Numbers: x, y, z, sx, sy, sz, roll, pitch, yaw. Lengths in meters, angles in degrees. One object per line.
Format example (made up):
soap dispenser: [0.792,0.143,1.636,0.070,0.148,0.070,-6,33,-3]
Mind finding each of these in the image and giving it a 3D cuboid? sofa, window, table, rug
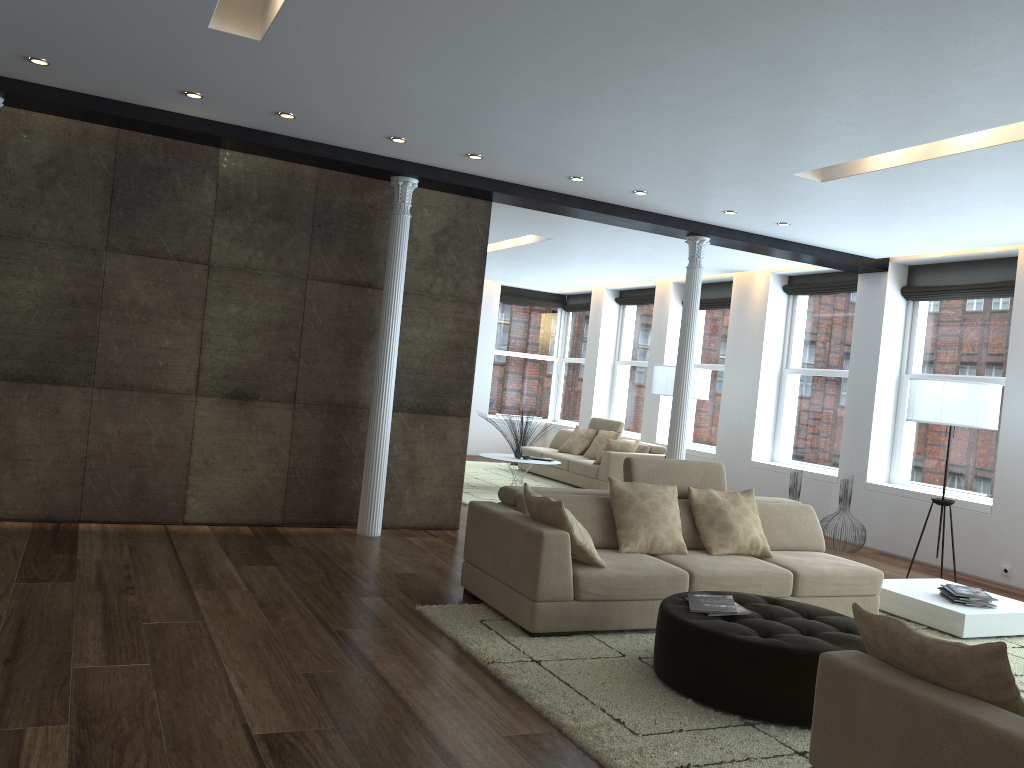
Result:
sofa: [1.080,0.983,5.667,2.581,0.950,1.021,6,0,-26]
window: [2.778,-0.209,12.295,0.123,2.400,1.345,6,0,-26]
table: [3.056,1.554,6.185,0.900,0.170,0.900,6,0,-26]
window: [0.211,-0.488,15.918,1.474,2.400,0.123,6,0,-26]
sofa: [1.111,0.953,12.471,1.018,0.950,2.581,6,0,-26]
window: [2.005,-0.295,13.913,0.123,2.400,1.444,6,0,-26]
window: [3.668,-0.109,10.431,0.123,2.400,1.391,6,0,-26]
sofa: [2.348,1.125,3.011,2.581,0.950,1.021,6,0,-26]
table: [0.080,1.116,10.949,1.022,0.393,1.022,6,0,19]
rug: [-0.079,1.301,11.942,2.972,0.020,4.231,6,0,-26]
window: [4.040,0.473,23.769,34.761,17.917,13.698,6,0,-26]
rug: [1.985,1.547,4.672,4.231,0.020,2.972,6,0,-26]
window: [4.448,-0.022,8.798,0.123,2.400,1.432,6,0,-26]

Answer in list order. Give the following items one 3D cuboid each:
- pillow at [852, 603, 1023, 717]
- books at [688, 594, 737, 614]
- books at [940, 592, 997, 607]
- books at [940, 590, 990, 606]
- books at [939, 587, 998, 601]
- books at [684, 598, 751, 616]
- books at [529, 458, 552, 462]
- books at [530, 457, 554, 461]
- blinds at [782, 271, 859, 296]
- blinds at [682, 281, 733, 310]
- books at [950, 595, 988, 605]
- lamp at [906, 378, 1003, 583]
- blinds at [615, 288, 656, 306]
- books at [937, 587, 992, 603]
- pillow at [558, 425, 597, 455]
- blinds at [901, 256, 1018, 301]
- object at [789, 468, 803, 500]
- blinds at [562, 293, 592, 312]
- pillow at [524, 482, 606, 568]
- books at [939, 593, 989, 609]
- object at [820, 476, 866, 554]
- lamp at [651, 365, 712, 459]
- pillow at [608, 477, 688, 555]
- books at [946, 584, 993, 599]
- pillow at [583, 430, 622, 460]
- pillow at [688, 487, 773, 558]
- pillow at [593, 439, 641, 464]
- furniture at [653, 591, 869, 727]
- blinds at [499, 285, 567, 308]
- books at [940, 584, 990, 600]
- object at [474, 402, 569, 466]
pillow: [1.353,0.916,2.774,0.395,0.393,0.518,6,0,-29]
books: [0.975,1.072,4.331,0.220,0.040,0.301,6,0,9]
books: [3.079,1.457,5.993,0.220,0.010,0.300,6,0,-6]
books: [3.056,1.445,5.997,0.220,0.010,0.300,6,0,9]
books: [3.083,1.419,5.992,0.220,0.010,0.300,6,0,-11]
books: [1.000,1.082,4.327,0.219,0.031,0.300,6,0,-11]
books: [0.353,0.941,11.054,0.300,0.010,0.220,6,0,9]
books: [0.358,0.931,11.079,0.300,0.010,0.220,6,0,-11]
blinds: [3.721,-1.183,10.399,0.156,0.275,1.396,6,0,-26]
blinds: [2.825,-1.224,12.264,0.156,0.393,1.342,6,0,-26]
books: [3.081,1.438,5.993,0.220,0.010,0.300,6,0,24]
lamp: [3.633,0.840,7.446,0.698,1.728,0.698,6,0,-2]
blinds: [2.059,-1.370,13.878,0.156,0.275,1.442,6,0,-26]
books: [3.058,1.425,5.997,0.220,0.010,0.300,6,0,-1]
pillow: [0.963,0.816,12.804,0.368,0.416,0.519,6,0,-30]
blinds: [4.481,-1.037,8.760,0.183,0.395,1.431,6,0,-26]
object: [2.897,1.236,9.129,0.458,0.781,0.458,6,0,-26]
blinds: [1.275,-1.431,15.515,0.156,0.327,1.377,6,0,-26]
pillow: [0.278,0.796,5.025,0.395,0.393,0.518,6,0,-22]
books: [3.054,1.464,5.997,0.220,0.010,0.300,6,0,9]
object: [3.292,1.278,8.803,0.458,0.781,0.458,6,0,-26]
lamp: [2.002,0.656,10.861,0.698,1.728,0.698,6,0,-2]
pillow: [0.859,0.830,5.569,0.534,0.439,0.301,6,0,-22]
books: [3.085,1.399,5.992,0.220,0.010,0.300,6,0,14]
pillow: [1.245,0.837,12.246,0.301,0.439,0.534,6,0,-29]
pillow: [1.424,0.897,5.828,0.519,0.416,0.368,6,0,-21]
pillow: [1.356,0.874,11.458,0.518,0.393,0.395,6,0,-29]
furniture: [1.223,1.284,4.268,1.057,0.355,1.057,6,0,-24]
blinds: [0.342,-1.535,15.829,1.442,0.312,0.155,6,0,-26]
books: [3.060,1.406,5.996,0.220,0.010,0.300,6,0,9]
object: [0.146,0.796,14.012,1.119,1.014,1.125,6,0,-39]
